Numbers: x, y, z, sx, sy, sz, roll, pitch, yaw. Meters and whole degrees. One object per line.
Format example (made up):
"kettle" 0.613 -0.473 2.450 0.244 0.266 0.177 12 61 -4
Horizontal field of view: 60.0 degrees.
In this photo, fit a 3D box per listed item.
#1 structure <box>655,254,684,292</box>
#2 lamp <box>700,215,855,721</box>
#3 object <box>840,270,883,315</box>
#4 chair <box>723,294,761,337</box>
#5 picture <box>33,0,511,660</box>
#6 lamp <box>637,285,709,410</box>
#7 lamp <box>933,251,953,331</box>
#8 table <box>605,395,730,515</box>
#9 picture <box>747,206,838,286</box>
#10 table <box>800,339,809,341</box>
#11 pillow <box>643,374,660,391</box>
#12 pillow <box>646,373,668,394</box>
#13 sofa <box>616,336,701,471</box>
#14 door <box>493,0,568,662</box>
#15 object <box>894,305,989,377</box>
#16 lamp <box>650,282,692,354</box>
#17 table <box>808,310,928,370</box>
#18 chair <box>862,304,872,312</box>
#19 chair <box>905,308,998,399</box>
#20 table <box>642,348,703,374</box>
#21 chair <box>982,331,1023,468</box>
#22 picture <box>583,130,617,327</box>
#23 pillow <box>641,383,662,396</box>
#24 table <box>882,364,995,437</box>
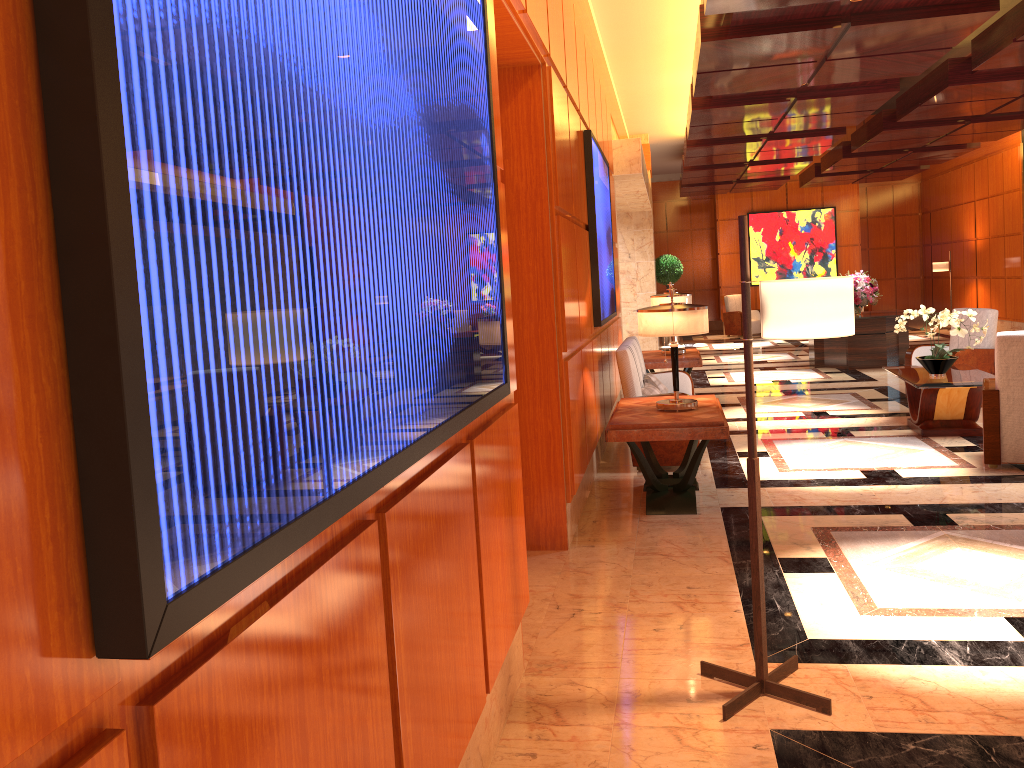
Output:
"structure" 3.373 -1.956 19.132 0.722 1.707 0.723 -4 4 -12
"lamp" 0.908 0.252 3.036 0.526 1.656 0.361 -3 4 0
"object" 5.083 -1.358 13.127 0.650 0.656 0.682 -3 5 1
"chair" 5.338 -1.594 20.512 0.739 0.958 0.629 -6 5 -31
"picture" -0.249 -0.571 1.789 0.056 1.448 2.004 -3 6 10
"lamp" 1.053 -0.243 5.749 0.459 0.791 0.459 -6 5 -28
"lamp" 9.157 -1.964 18.646 0.526 1.656 0.361 -3 4 0
"table" 1.041 0.462 5.877 0.725 0.605 1.275 -2 6 11
"picture" 6.587 -3.220 20.814 1.996 1.731 0.057 -3 4 10
"table" 6.237 -1.186 18.310 1.167 0.532 0.727 -2 6 10
"pillow" 1.188 0.058 7.545 0.160 0.252 0.359 -3 6 7
"pillow" 1.301 0.017 7.979 0.202 0.229 0.274 -2 5 13
"sofa" 1.262 0.090 7.555 0.612 0.929 1.805 -3 6 11
"door" -0.069 -0.301 4.091 0.340 2.644 1.543 -3 5 10
"object" 3.619 -0.375 7.512 0.788 0.615 0.418 -5 5 -12
"lamp" 1.776 -0.727 9.827 0.458 0.807 0.460 -2 5 19
"table" 5.127 -0.662 13.194 1.599 0.742 1.606 -2 6 10
"chair" 7.731 -1.692 20.082 0.737 0.958 0.631 -1 5 29
"chair" 4.489 -0.278 9.008 0.629 0.958 0.740 -4 5 -11
"table" 1.775 -0.038 10.022 0.725 0.605 1.275 -2 6 11
"chair" 3.677 0.087 6.134 0.737 0.958 0.631 -1 5 29
"picture" 0.770 -1.265 7.541 0.056 1.448 2.004 -3 6 10
"pillow" 1.141 0.117 7.114 0.195 0.226 0.345 -2 6 15
"table" 3.729 0.161 7.657 0.722 0.494 1.566 -2 6 13
